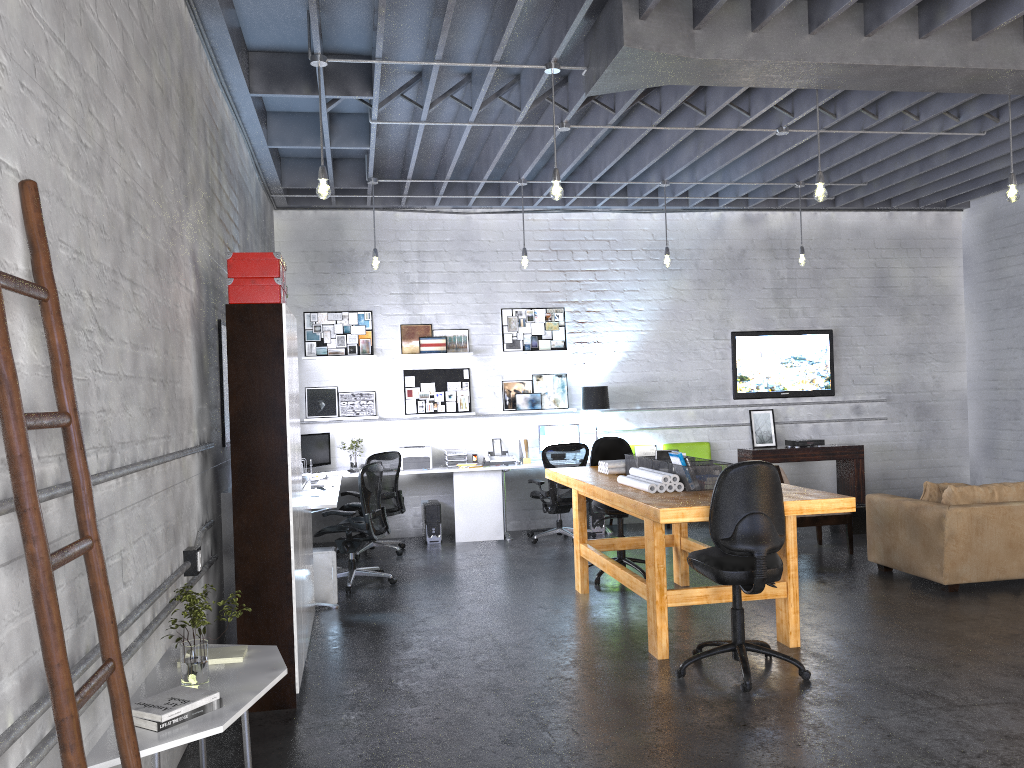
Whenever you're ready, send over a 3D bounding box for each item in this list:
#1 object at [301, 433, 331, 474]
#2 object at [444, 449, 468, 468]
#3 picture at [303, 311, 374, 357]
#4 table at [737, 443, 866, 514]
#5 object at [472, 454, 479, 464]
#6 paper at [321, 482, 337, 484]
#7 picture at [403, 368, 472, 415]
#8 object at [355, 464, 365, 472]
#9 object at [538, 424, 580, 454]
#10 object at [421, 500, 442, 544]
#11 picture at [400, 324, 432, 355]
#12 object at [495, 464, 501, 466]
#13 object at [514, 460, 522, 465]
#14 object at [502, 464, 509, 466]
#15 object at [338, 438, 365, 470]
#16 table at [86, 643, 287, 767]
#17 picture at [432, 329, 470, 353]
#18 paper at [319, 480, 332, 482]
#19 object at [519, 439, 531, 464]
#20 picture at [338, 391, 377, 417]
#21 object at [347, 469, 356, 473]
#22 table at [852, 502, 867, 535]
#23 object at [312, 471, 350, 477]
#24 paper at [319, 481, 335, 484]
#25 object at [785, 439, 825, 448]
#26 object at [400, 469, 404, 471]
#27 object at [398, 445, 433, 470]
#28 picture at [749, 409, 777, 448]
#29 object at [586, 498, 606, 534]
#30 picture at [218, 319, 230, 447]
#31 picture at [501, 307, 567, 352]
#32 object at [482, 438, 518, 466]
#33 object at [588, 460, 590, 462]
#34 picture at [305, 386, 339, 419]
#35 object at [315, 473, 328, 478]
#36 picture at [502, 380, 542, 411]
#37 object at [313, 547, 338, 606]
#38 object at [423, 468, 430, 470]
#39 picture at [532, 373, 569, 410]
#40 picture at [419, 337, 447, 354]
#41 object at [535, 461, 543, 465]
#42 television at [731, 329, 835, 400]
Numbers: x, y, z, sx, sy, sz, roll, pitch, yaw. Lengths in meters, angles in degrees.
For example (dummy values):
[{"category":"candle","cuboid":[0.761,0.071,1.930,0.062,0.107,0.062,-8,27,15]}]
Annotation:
[{"category":"object","cuboid":[-2.155,0.744,9.427,0.147,0.427,0.559,-2,0,27]},{"category":"object","cuboid":[-0.623,0.820,9.838,0.229,0.180,0.316,-2,-1,-10]},{"category":"picture","cuboid":[-1.911,-0.552,9.778,0.749,0.503,0.058,-2,0,-10]},{"category":"table","cuboid":[3.440,1.156,10.545,1.410,0.820,0.404,-2,0,-10]},{"category":"object","cuboid":[-0.415,0.842,9.918,0.093,0.116,0.067,-2,0,-10]},{"category":"paper","cuboid":[-1.734,0.928,8.351,0.159,0.001,0.115,-2,-1,-23]},{"category":"picture","cuboid":[-0.837,0.081,9.967,0.749,0.503,0.058,-2,0,-10]},{"category":"object","cuboid":[-1.482,0.894,9.457,0.279,0.081,0.411,-1,-1,-40]},{"category":"object","cuboid":[0.529,0.665,10.031,0.465,0.417,0.212,-2,0,-5]},{"category":"object","cuboid":[-0.878,1.497,9.679,0.180,0.411,0.476,-2,0,-10]},{"category":"picture","cuboid":[-1.068,-0.499,9.935,0.355,0.343,0.042,-2,0,-10]},{"category":"object","cuboid":[-0.152,0.885,9.670,0.011,0.011,0.125,-2,-1,28]},{"category":"object","cuboid":[0.065,0.859,9.674,0.095,0.050,0.095,-1,-1,-42]},{"category":"object","cuboid":[-0.071,0.881,9.635,0.076,0.016,0.017,-3,-1,40]},{"category":"object","cuboid":[-1.738,0.766,9.680,0.271,0.363,0.297,-2,0,35]},{"category":"table","cuboid":[-1.075,1.354,3.185,0.517,0.532,1.336,-2,-1,-10]},{"category":"picture","cuboid":[-0.688,-0.478,10.000,0.410,0.277,0.036,-2,0,-10]},{"category":"paper","cuboid":[-1.789,0.931,8.474,0.159,0.001,0.115,-2,-1,-27]},{"category":"object","cuboid":[0.143,0.756,9.962,0.087,0.259,0.236,-2,0,-10]},{"category":"picture","cuboid":[-1.712,0.223,9.816,0.410,0.277,0.036,-2,0,-10]},{"category":"object","cuboid":[-1.715,0.925,9.433,0.114,0.036,0.058,-2,-1,30]},{"category":"table","cuboid":[3.204,1.410,9.491,0.873,0.300,0.873,-2,-1,-7]},{"category":"object","cuboid":[-1.894,0.932,9.209,0.181,0.028,0.422,-3,-1,40]},{"category":"paper","cuboid":[-1.740,0.928,8.356,0.159,0.001,0.115,-2,-1,-22]},{"category":"object","cuboid":[3.480,0.704,10.543,0.370,0.082,0.266,-2,-1,-10]},{"category":"object","cuboid":[-1.223,0.916,9.463,0.103,0.021,0.131,-2,-1,-30]},{"category":"object","cuboid":[-1.067,0.807,9.765,0.351,0.235,0.351,-2,0,-10]},{"category":"picture","cuboid":[3.008,0.533,10.622,0.308,0.457,0.092,-2,0,-10]},{"category":"object","cuboid":[0.894,1.439,9.912,0.180,0.411,0.476,-2,0,-10]},{"category":"picture","cuboid":[-1.822,0.002,5.700,0.020,0.780,0.606,-2,0,-10]},{"category":"picture","cuboid":[0.253,-0.622,10.161,0.749,0.503,0.058,-2,0,-10]},{"category":"object","cuboid":[-0.156,0.756,9.915,0.405,0.280,0.399,-2,0,-10]},{"category":"object","cuboid":[0.835,0.856,9.872,0.046,0.009,0.121,-2,-1,-25]},{"category":"picture","cuboid":[-2.092,0.202,9.752,0.355,0.343,0.042,-2,0,-10]},{"category":"object","cuboid":[-1.906,0.916,8.868,0.130,0.049,0.130,-2,-1,7]},{"category":"picture","cuboid":[0.114,0.130,10.131,0.452,0.345,0.054,-2,0,-10]},{"category":"object","cuboid":[-1.583,1.482,6.799,0.478,0.411,0.200,-2,0,-10]},{"category":"object","cuboid":[-0.916,0.908,9.479,0.075,0.016,0.017,-2,0,15]},{"category":"picture","cuboid":[0.442,0.088,10.198,0.410,0.408,0.047,-2,0,-10]},{"category":"picture","cuboid":[-0.886,-0.432,9.949,0.311,0.196,0.029,-2,0,-10]},{"category":"object","cuboid":[0.476,0.857,9.729,0.422,0.028,0.181,-2,-1,-15]},{"category":"television","cuboid":[3.272,-0.238,10.686,1.324,0.816,0.021,-2,0,-10]}]
